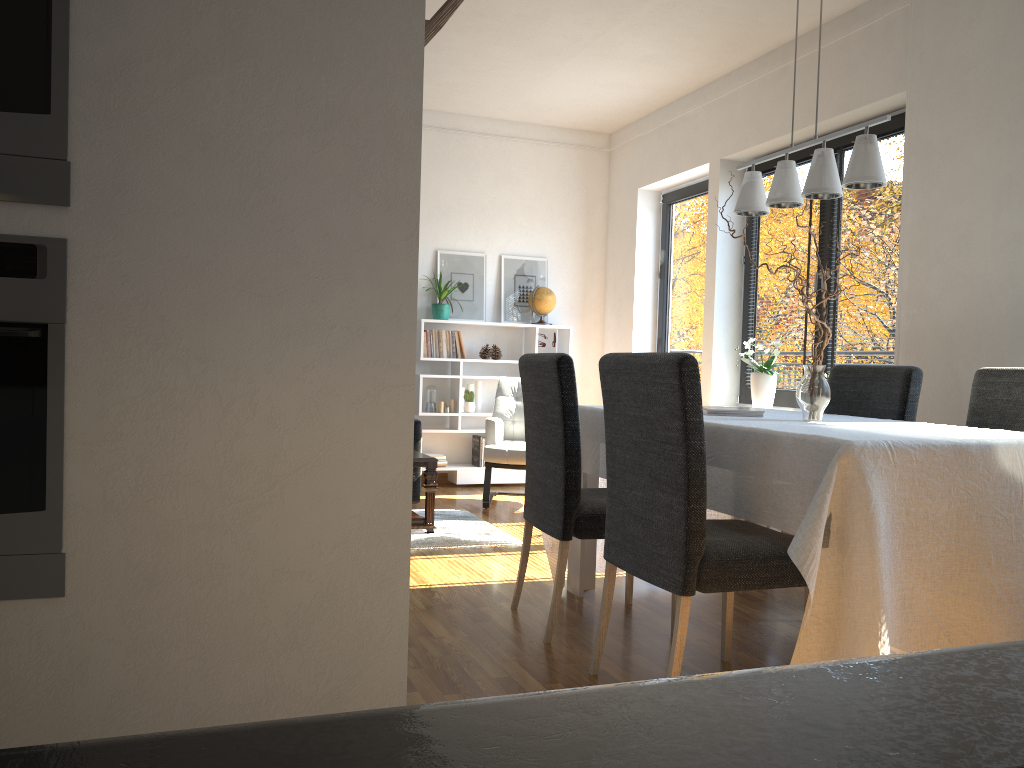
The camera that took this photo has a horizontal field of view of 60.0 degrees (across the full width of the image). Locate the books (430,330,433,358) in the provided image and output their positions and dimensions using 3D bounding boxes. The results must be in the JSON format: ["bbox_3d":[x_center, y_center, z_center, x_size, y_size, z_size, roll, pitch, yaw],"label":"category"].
[{"bbox_3d":[-0.607,-0.293,6.514,0.033,0.210,0.136,1,2,-20],"label":"books"}]

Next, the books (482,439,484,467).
[{"bbox_3d":[-0.244,0.511,6.666,0.005,0.211,0.174,1,2,-21],"label":"books"}]

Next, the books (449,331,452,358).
[{"bbox_3d":[-0.472,-0.289,6.565,0.035,0.204,0.131,1,2,-20],"label":"books"}]

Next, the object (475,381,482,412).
[{"bbox_3d":[-0.256,0.096,6.730,0.051,0.238,0.051,2,2,-3],"label":"object"}]

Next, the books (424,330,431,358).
[{"bbox_3d":[-0.628,-0.295,6.505,0.043,0.205,0.129,1,2,-20],"label":"books"}]

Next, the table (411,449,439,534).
[{"bbox_3d":[-1.034,0.569,4.679,1.179,0.409,0.570,1,2,-20],"label":"table"}]

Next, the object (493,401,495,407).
[{"bbox_3d":[-0.078,0.172,6.711,0.134,0.098,0.132,3,2,40],"label":"object"}]

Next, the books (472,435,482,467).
[{"bbox_3d":[-0.262,0.502,6.660,0.025,0.229,0.168,1,2,-20],"label":"books"}]

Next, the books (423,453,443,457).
[{"bbox_3d":[-0.589,0.526,6.574,0.115,0.010,0.141,1,1,-30],"label":"books"}]

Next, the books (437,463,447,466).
[{"bbox_3d":[-0.579,0.586,6.576,0.123,0.012,0.211,1,1,-30],"label":"books"}]

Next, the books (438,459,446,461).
[{"bbox_3d":[-0.588,0.558,6.572,0.140,0.012,0.184,1,1,-31],"label":"books"}]

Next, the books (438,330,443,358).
[{"bbox_3d":[-0.544,-0.294,6.532,0.044,0.210,0.133,1,2,-20],"label":"books"}]

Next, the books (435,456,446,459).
[{"bbox_3d":[-0.600,0.540,6.572,0.183,0.020,0.134,1,1,-29],"label":"books"}]

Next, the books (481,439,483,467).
[{"bbox_3d":[-0.248,0.512,6.666,0.005,0.209,0.170,1,2,-20],"label":"books"}]

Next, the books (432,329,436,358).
[{"bbox_3d":[-0.591,-0.295,6.518,0.035,0.209,0.129,1,2,-20],"label":"books"}]

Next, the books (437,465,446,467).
[{"bbox_3d":[-0.590,0.601,6.573,0.145,0.018,0.184,1,1,-31],"label":"books"}]

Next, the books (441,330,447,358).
[{"bbox_3d":[-0.519,-0.293,6.547,0.048,0.208,0.135,1,2,-20],"label":"books"}]

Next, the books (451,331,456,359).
[{"bbox_3d":[-0.452,-0.291,6.573,0.044,0.208,0.133,1,2,-20],"label":"books"}]

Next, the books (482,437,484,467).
[{"bbox_3d":[-0.241,0.507,6.672,0.005,0.220,0.176,1,2,-20],"label":"books"}]

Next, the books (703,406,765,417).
[{"bbox_3d":[0.794,0.099,3.231,0.204,0.022,0.278,2,1,6],"label":"books"}]

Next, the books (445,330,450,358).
[{"bbox_3d":[-0.493,-0.292,6.556,0.044,0.209,0.132,1,2,-21],"label":"books"}]

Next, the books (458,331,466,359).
[{"bbox_3d":[-0.386,-0.289,6.594,0.070,0.204,0.132,1,2,-20],"label":"books"}]

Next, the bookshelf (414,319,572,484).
[{"bbox_3d":[-0.154,0.142,6.712,1.190,1.201,0.237,1,2,-20],"label":"bookshelf"}]

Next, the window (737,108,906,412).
[{"bbox_3d":[12.946,1.847,8.578,21.828,18.380,12.967,2,2,10],"label":"window"}]

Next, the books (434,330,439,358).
[{"bbox_3d":[-0.570,-0.293,6.527,0.044,0.209,0.136,1,2,-20],"label":"books"}]

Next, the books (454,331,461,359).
[{"bbox_3d":[-0.418,-0.291,6.586,0.061,0.211,0.128,1,2,-20],"label":"books"}]

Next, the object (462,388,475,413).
[{"bbox_3d":[-0.316,0.130,6.572,0.088,0.173,0.087,2,2,-5],"label":"object"}]

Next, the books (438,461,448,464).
[{"bbox_3d":[-0.579,0.572,6.576,0.123,0.015,0.211,1,1,-30],"label":"books"}]

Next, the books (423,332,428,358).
[{"bbox_3d":[-0.652,-0.287,6.490,0.047,0.191,0.124,1,2,-21],"label":"books"}]

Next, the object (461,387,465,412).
[{"bbox_3d":[-0.385,0.118,6.678,0.051,0.188,0.051,1,2,-14],"label":"object"}]

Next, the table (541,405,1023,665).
[{"bbox_3d":[0.937,0.498,3.034,1.235,0.763,1.855,1,1,-20],"label":"table"}]

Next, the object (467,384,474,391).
[{"bbox_3d":[-0.319,0.107,6.703,0.051,0.213,0.051,1,2,-14],"label":"object"}]
